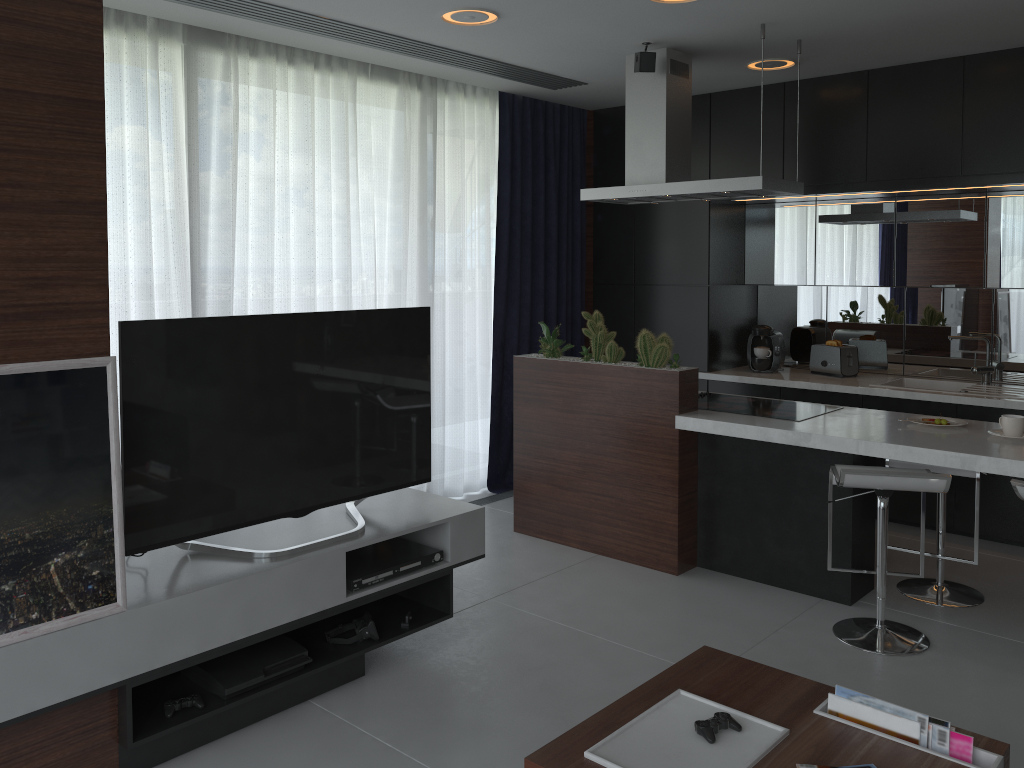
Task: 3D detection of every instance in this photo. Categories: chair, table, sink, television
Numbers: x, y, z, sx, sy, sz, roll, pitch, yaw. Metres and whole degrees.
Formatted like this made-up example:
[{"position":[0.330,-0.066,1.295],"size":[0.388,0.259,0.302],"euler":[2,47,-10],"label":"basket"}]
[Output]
[{"position":[1.928,0.555,3.926],"size":[0.397,0.736,0.465],"euler":[3,5,38],"label":"chair"},{"position":[0.594,1.004,2.030],"size":[0.808,0.350,0.803],"euler":[6,9,42],"label":"table"},{"position":[2.020,0.687,3.056],"size":[0.464,0.705,0.398],"euler":[-2,5,-30],"label":"chair"},{"position":[2.540,-0.013,4.988],"size":[0.856,0.490,0.505],"euler":[6,8,42],"label":"sink"},{"position":[-0.756,0.142,3.085],"size":[0.298,0.782,1.235],"euler":[3,7,42],"label":"television"},{"position":[1.426,0.639,3.419],"size":[0.396,0.705,0.466],"euler":[1,4,15],"label":"chair"}]

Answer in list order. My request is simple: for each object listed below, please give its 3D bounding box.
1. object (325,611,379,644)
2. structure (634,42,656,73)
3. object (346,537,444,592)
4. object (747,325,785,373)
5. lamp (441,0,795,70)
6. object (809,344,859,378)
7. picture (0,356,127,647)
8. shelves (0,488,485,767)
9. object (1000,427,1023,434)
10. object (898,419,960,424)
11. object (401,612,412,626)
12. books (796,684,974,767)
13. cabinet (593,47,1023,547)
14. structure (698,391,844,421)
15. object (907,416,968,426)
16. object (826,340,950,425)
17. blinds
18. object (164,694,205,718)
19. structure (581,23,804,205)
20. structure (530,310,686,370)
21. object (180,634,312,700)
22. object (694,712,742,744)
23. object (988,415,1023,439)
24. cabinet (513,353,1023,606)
[{"position":[-0.571,0.866,3.136],"size":[0.184,0.078,0.117],"euler":[-2,6,-18],"label":"object"},{"position":[0.664,-1.619,4.407],"size":[0.084,0.141,0.115],"euler":[-1,5,-8],"label":"structure"},{"position":[-0.525,0.657,3.273],"size":[0.336,0.052,0.432],"euler":[7,10,42],"label":"object"},{"position":[1.652,-0.235,5.750],"size":[0.215,0.310,0.271],"euler":[2,5,27],"label":"object"},{"position":[2.836,-1.620,4.136],"size":[5.353,0.084,9.642],"euler":[4,9,28],"label":"lamp"},{"position":[2.015,-0.149,5.539],"size":[0.176,0.194,0.262],"euler":[-3,6,-27],"label":"object"},{"position":[-1.245,0.297,2.247],"size":[0.053,0.697,0.502],"euler":[2,5,42],"label":"picture"},{"position":[-1.217,0.811,2.910],"size":[0.875,0.496,2.359],"euler":[6,9,42],"label":"shelves"},{"position":[2.057,0.196,3.595],"size":[0.036,0.012,0.166],"euler":[-3,8,-22],"label":"object"},{"position":[1.802,0.161,3.823],"size":[0.249,0.008,0.026],"euler":[1,7,11],"label":"object"},{"position":[-0.384,0.866,3.254],"size":[0.044,0.043,0.044],"euler":[5,7,42],"label":"object"},{"position":[2.161,0.459,5.447],"size":[0.405,0.370,8.291],"euler":[2,8,21],"label":"books"},{"position":[2.080,-0.546,5.378],"size":[3.489,2.540,0.707],"euler":[5,6,42],"label":"cabinet"},{"position":[1.160,0.117,4.359],"size":[0.766,0.056,0.506],"euler":[7,10,42],"label":"structure"},{"position":[1.849,0.168,3.844],"size":[0.238,0.019,0.240],"euler":[2,8,14],"label":"object"},{"position":[1.933,-0.048,4.670],"size":[0.140,0.220,1.892],"euler":[0,8,7],"label":"object"},{"position":[0.937,-0.183,1.863],"size":[5.819,2.756,7.162],"euler":[-7,10,-44],"label":"blinds"},{"position":[-0.981,0.953,2.635],"size":[0.113,0.036,0.071],"euler":[-5,8,-35],"label":"object"},{"position":[0.901,-1.332,4.523],"size":[1.047,0.756,0.448],"euler":[5,6,42],"label":"structure"},{"position":[0.445,-0.234,4.491],"size":[1.004,0.284,0.223],"euler":[7,8,44],"label":"structure"},{"position":[-0.873,0.904,2.881],"size":[0.315,0.067,0.315],"euler":[7,10,42],"label":"object"},{"position":[0.486,0.809,2.096],"size":[0.113,0.036,0.071],"euler":[-5,8,-35],"label":"object"},{"position":[2.016,0.173,3.551],"size":[0.182,0.086,0.183],"euler":[2,7,18],"label":"object"},{"position":[1.472,-0.351,3.933],"size":[3.345,2.538,0.788],"euler":[5,6,42],"label":"cabinet"}]
